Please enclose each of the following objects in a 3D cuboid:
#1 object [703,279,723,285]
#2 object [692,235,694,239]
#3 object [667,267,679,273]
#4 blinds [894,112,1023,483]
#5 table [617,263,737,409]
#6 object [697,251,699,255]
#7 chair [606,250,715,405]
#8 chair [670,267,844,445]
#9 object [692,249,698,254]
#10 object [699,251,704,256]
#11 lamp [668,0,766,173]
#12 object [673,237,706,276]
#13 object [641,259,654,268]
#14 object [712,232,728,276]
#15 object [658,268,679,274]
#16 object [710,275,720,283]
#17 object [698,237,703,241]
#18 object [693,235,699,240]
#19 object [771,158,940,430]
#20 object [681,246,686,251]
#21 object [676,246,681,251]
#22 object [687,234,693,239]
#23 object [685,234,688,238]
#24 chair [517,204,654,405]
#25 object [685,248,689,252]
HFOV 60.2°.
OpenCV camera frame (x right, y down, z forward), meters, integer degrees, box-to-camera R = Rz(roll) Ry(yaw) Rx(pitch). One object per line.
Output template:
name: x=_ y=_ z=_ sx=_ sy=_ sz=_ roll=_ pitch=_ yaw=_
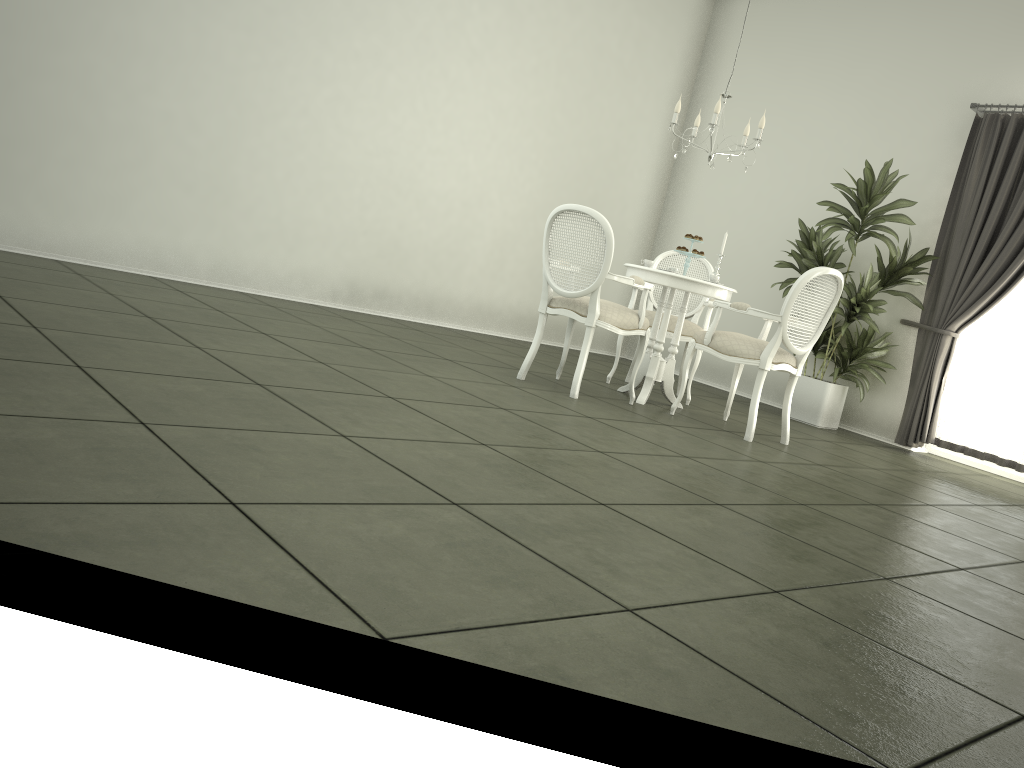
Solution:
object: x=1.261 y=-0.632 z=5.538 sx=0.120 sy=0.015 sz=0.118 roll=20 pitch=9 yaw=37
object: x=1.159 y=-0.946 z=5.707 sx=0.040 sy=0.032 sz=0.039 roll=18 pitch=6 yaw=33
object: x=1.072 y=-0.751 z=5.889 sx=0.063 sy=0.049 sz=0.077 roll=17 pitch=7 yaw=27
blinds: x=4.318 y=-0.361 z=5.607 sx=0.654 sy=2.591 sz=3.715 roll=12 pitch=6 yaw=-42
table: x=0.981 y=-0.288 z=5.688 sx=0.734 sy=0.826 sz=0.751 roll=9 pitch=6 yaw=-45
object: x=1.199 y=-0.846 z=5.719 sx=0.039 sy=0.032 sz=0.040 roll=14 pitch=5 yaw=-2
chair: x=1.130 y=-0.461 z=6.370 sx=0.598 sy=1.059 sz=0.690 roll=15 pitch=4 yaw=13
chair: x=1.483 y=-0.222 z=5.247 sx=0.589 sy=1.059 sz=0.700 roll=11 pitch=5 yaw=-42
object: x=1.160 y=-0.840 z=5.598 sx=0.039 sy=0.032 sz=0.039 roll=15 pitch=5 yaw=8
object: x=1.213 y=-0.833 z=5.647 sx=0.039 sy=0.032 sz=0.040 roll=12 pitch=6 yaw=-21
lamp: x=1.556 y=-2.572 z=5.584 sx=0.598 sy=2.428 sz=0.591 roll=15 pitch=3 yaw=25
object: x=1.134 y=-0.804 z=5.672 sx=0.210 sy=0.247 sz=0.213 roll=13 pitch=5 yaw=-10
object: x=0.852 y=-0.755 z=5.553 sx=0.077 sy=0.049 sz=0.063 roll=10 pitch=7 yaw=-32
object: x=1.346 y=-0.815 z=5.705 sx=0.089 sy=0.363 sz=0.087 roll=15 pitch=3 yaw=25
object: x=0.967 y=-0.696 z=5.465 sx=0.120 sy=0.015 sz=0.118 roll=20 pitch=9 yaw=37
object: x=1.274 y=-0.654 z=5.538 sx=0.077 sy=0.049 sz=0.063 roll=13 pitch=6 yaw=-10
object: x=1.205 y=-0.927 z=5.654 sx=0.039 sy=0.032 sz=0.040 roll=14 pitch=5 yaw=3
object: x=1.175 y=-0.931 z=5.626 sx=0.039 sy=0.032 sz=0.040 roll=10 pitch=7 yaw=-36
object: x=2.567 y=-0.715 z=6.938 sx=1.031 sy=2.088 sz=1.177 roll=13 pitch=4 yaw=-24
object: x=1.092 y=-0.860 z=5.621 sx=0.039 sy=0.032 sz=0.039 roll=15 pitch=6 yaw=13
object: x=1.078 y=-0.873 z=5.692 sx=0.039 sy=0.032 sz=0.039 roll=15 pitch=5 yaw=8
object: x=1.137 y=-0.942 z=5.639 sx=0.039 sy=0.032 sz=0.040 roll=12 pitch=6 yaw=-21
object: x=1.129 y=-0.950 z=5.679 sx=0.039 sy=0.032 sz=0.040 roll=13 pitch=6 yaw=-12
chair: x=0.447 y=-0.477 z=5.222 sx=0.603 sy=1.059 sz=0.685 roll=17 pitch=5 yaw=38
object: x=1.132 y=-0.866 z=5.742 sx=0.039 sy=0.032 sz=0.039 roll=15 pitch=5 yaw=8
